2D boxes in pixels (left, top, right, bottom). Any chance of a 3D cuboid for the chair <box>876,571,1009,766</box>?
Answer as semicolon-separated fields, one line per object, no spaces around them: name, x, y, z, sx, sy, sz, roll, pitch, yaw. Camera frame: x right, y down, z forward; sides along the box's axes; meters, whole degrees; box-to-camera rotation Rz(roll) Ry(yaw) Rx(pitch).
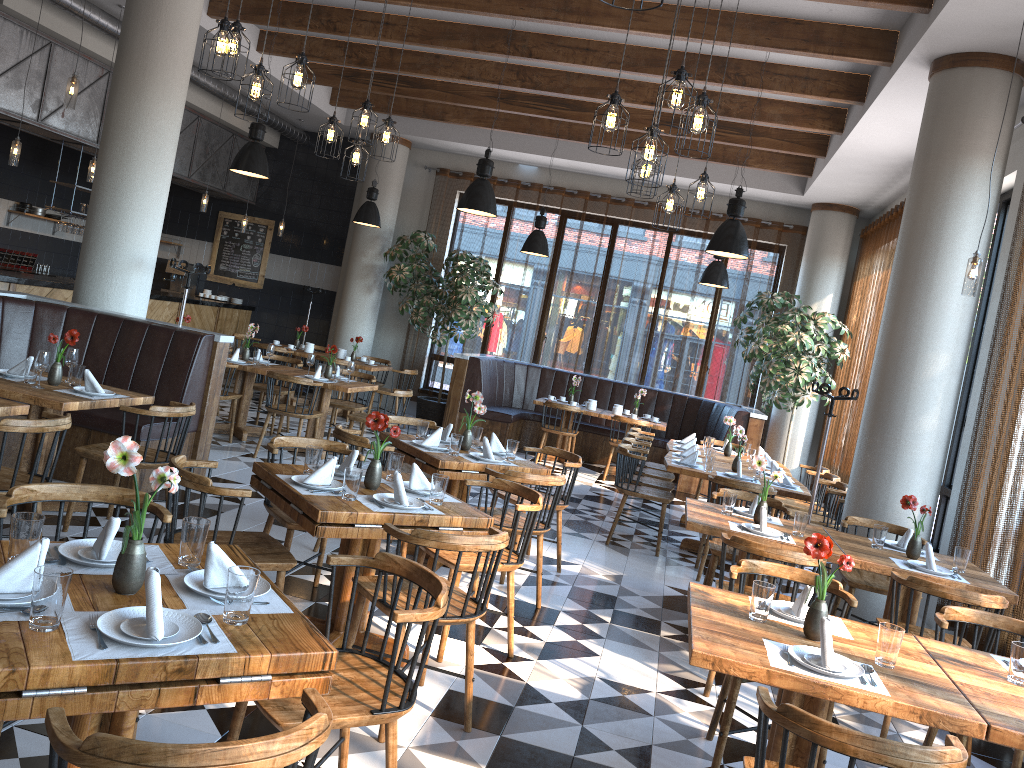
chair;2.082;1.359;4.412;0.520;0.816;0.549;11;2;11

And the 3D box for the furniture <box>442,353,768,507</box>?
furniture;1.254;0.532;12.172;4.044;1.149;1.918;12;3;11

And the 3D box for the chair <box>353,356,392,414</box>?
chair;-2.066;0.032;12.647;0.520;0.816;0.549;11;2;11

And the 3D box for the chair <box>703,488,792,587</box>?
chair;1.513;1.157;5.852;0.520;0.816;0.549;11;2;11

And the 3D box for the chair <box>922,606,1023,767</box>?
chair;1.914;1.383;3.532;0.520;0.816;0.549;11;2;11

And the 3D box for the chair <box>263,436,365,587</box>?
chair;-1.071;0.735;4.665;0.518;0.816;0.552;10;2;-34

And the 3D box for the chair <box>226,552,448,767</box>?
chair;-0.541;0.965;2.668;0.548;0.816;0.522;10;2;-34

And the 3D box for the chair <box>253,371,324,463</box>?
chair;-2.065;0.312;8.272;0.520;0.816;0.549;11;2;11

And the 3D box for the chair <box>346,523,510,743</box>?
chair;-0.363;0.939;3.599;0.518;0.816;0.552;10;2;-34

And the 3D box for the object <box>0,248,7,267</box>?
object;-7.250;-1.795;12.509;0.189;0.258;0.070;11;1;13

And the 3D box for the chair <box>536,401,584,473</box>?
chair;0.584;0.642;11.097;0.520;0.816;0.549;11;2;11

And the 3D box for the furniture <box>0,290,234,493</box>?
furniture;-3.795;0.095;3.803;1.920;1.149;6.588;11;4;10

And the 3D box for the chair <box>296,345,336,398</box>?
chair;-2.894;-0.138;12.808;0.520;0.816;0.549;11;2;11

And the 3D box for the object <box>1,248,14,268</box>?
object;-7.227;-1.798;12.629;0.189;0.258;0.070;11;1;13

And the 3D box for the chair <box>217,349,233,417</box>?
chair;-3.487;-0.066;9.901;0.520;0.816;0.549;11;2;11

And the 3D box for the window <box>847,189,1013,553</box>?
window;4.126;-0.125;9.191;0.365;3.162;4.966;11;3;10

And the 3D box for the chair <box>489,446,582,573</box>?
chair;0.145;0.867;6.262;0.548;0.816;0.522;10;2;-34

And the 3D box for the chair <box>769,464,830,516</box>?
chair;2.894;1.217;9.069;0.550;0.816;0.519;11;2;11

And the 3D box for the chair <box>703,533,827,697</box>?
chair;1.269;1.192;4.570;0.520;0.816;0.549;11;2;11

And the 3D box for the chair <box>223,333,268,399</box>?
chair;-3.661;-0.254;12.303;0.550;0.816;0.519;11;2;11

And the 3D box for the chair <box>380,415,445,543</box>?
chair;-0.734;0.686;6.433;0.518;0.816;0.552;10;2;-34

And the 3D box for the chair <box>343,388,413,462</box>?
chair;-1.332;0.420;8.793;0.550;0.816;0.519;11;2;11

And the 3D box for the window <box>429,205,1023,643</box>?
window;2.667;-0.268;7.026;4.484;3.161;15.179;10;4;-13

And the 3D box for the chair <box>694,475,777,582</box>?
chair;1.710;1.129;6.871;0.520;0.816;0.549;11;2;11

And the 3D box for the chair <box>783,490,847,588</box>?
chair;2.546;1.267;7.245;0.550;0.816;0.519;11;2;11

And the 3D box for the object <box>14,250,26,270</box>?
object;-7.181;-1.804;12.869;0.189;0.258;0.070;11;1;13

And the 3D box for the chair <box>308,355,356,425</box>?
chair;-2.310;0.066;11.371;0.520;0.816;0.549;11;2;11

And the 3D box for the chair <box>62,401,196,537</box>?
chair;-2.217;0.480;5.195;0.550;0.816;0.519;11;2;11

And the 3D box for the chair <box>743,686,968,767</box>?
chair;0.856;1.251;2.407;0.520;0.816;0.549;11;2;11

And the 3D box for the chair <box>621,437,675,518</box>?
chair;1.206;0.951;8.141;0.550;0.816;0.519;11;2;11

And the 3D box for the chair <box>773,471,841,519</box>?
chair;2.783;1.233;8.485;0.550;0.816;0.519;11;2;11

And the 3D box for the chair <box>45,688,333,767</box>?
chair;-0.712;0.989;1.772;0.518;0.816;0.552;10;2;-34

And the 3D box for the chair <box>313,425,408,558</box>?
chair;-0.905;0.711;5.537;0.548;0.816;0.522;10;2;-34

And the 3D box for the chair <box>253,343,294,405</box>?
chair;-3.138;-0.104;11.531;0.520;0.816;0.549;11;2;11

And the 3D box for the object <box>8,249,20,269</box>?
object;-7.204;-1.801;12.749;0.189;0.258;0.070;11;1;8

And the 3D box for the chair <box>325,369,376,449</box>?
chair;-1.815;0.277;9.577;0.520;0.816;0.549;11;2;11

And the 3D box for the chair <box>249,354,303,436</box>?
chair;-2.652;0.105;9.739;0.520;0.816;0.549;11;2;11

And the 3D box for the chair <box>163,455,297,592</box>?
chair;-1.242;0.759;3.770;0.548;0.816;0.522;10;2;-34

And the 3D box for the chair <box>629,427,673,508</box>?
chair;1.436;0.918;9.346;0.550;0.816;0.519;11;2;11

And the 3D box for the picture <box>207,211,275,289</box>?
picture;-4.367;-2.143;14.260;0.982;1.141;0.020;11;1;11

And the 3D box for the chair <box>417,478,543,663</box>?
chair;-0.192;0.915;4.494;0.548;0.816;0.522;10;2;-34

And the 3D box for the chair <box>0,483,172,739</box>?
chair;-1.420;0.784;2.838;0.518;0.816;0.552;10;2;-34

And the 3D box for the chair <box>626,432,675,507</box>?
chair;1.328;0.934;8.779;0.550;0.816;0.519;11;2;11

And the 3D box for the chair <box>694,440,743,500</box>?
chair;2.252;1.052;9.708;0.520;0.816;0.549;11;2;11

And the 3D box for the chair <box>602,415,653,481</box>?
chair;1.412;0.812;10.936;0.520;0.816;0.549;11;2;11

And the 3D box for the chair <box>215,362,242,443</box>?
chair;-2.900;0.141;8.434;0.520;0.816;0.549;11;2;11

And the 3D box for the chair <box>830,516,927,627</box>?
chair;2.327;1.324;5.695;0.520;0.816;0.549;11;2;11

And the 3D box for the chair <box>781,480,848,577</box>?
chair;2.661;1.250;7.846;0.550;0.816;0.519;11;2;11

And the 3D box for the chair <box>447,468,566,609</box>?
chair;-0.026;0.891;5.367;0.518;0.816;0.552;10;2;-34

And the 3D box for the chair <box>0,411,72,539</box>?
chair;-2.423;0.509;4.113;0.550;0.816;0.519;11;2;11

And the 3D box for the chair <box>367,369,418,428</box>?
chair;-1.607;0.168;11.892;0.550;0.816;0.519;11;2;11

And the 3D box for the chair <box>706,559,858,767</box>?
chair;1.101;1.216;3.690;0.520;0.816;0.549;11;2;11

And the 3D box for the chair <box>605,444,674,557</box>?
chair;1.088;0.968;7.522;0.550;0.816;0.519;11;2;11
